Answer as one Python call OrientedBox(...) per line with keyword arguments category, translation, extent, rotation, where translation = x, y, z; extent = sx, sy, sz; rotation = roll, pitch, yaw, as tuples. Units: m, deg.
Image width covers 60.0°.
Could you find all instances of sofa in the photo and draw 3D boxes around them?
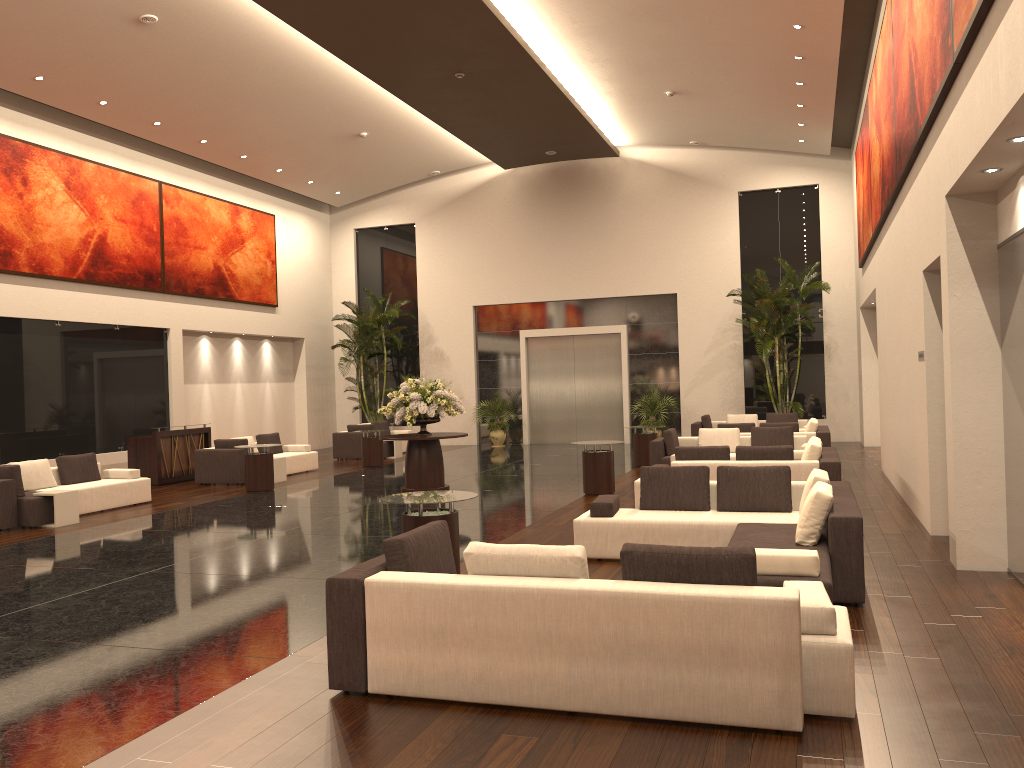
OrientedBox(category="sofa", translation=(-6.679, 1.527, 13.205), extent=(1.291, 0.862, 2.846), rotation=(-2, 0, 19))
OrientedBox(category="sofa", translation=(3.284, 1.206, 12.676), extent=(2.586, 0.862, 3.366), rotation=(-2, 0, 19))
OrientedBox(category="sofa", translation=(5.647, 1.126, 20.628), extent=(2.846, 0.862, 1.291), rotation=(-2, 0, 19))
OrientedBox(category="sofa", translation=(-3.381, 1.416, 23.030), extent=(1.291, 0.862, 2.846), rotation=(-2, 0, 19))
OrientedBox(category="sofa", translation=(5.089, 1.145, 18.054), extent=(2.586, 0.862, 3.366), rotation=(-2, 0, 19))
OrientedBox(category="sofa", translation=(3.842, 1.187, 15.250), extent=(2.846, 0.862, 1.291), rotation=(-2, 0, 19))
OrientedBox(category="sofa", translation=(0.476, 1.300, 5.222), extent=(2.846, 0.862, 1.291), rotation=(-2, 0, 19))
OrientedBox(category="sofa", translation=(-5.033, 1.471, 18.110), extent=(1.291, 0.862, 2.846), rotation=(-2, 0, 19))
OrientedBox(category="sofa", translation=(1.598, 1.263, 7.599), extent=(2.586, 0.862, 3.366), rotation=(-2, 0, 19))

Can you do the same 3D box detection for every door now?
OrientedBox(category="door", translation=(1.783, 0.153, 24.938), extent=(2.767, 3.048, 0.040), rotation=(-2, 0, 19))

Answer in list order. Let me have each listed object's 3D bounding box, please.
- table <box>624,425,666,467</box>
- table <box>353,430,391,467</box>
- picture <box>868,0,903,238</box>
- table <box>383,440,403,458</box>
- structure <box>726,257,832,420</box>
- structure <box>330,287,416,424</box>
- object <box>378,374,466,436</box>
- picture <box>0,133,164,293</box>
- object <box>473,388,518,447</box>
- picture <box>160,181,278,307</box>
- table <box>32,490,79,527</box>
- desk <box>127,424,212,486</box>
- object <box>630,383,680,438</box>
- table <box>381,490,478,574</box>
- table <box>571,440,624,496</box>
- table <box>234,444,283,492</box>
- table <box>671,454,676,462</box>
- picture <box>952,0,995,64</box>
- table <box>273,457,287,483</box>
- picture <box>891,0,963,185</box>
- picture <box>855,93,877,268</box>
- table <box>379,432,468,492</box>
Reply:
OrientedBox(category="table", translation=(2.685, 1.255, 17.814), extent=(0.833, 0.795, 0.844), rotation=(-2, 0, -20))
OrientedBox(category="table", translation=(-3.110, 1.441, 19.761), extent=(0.833, 0.795, 0.844), rotation=(-2, 0, -20))
OrientedBox(category="picture", translation=(5.464, -3.737, 13.073), extent=(0.070, 2.526, 4.515), rotation=(-2, 0, 19))
OrientedBox(category="table", translation=(-3.001, 1.606, 22.077), extent=(0.400, 0.460, 0.400), rotation=(-2, 0, 19))
OrientedBox(category="structure", translation=(6.650, -0.781, 21.841), extent=(2.436, 4.611, 2.531), rotation=(-2, 0, -10))
OrientedBox(category="structure", translation=(-3.943, -0.441, 25.551), extent=(2.436, 4.611, 2.531), rotation=(-2, 0, -10))
OrientedBox(category="object", translation=(-1.500, 0.320, 15.069), extent=(1.453, 1.097, 1.402), rotation=(-2, 0, -25))
OrientedBox(category="picture", translation=(-8.620, -3.286, 17.806), extent=(0.070, 2.526, 4.515), rotation=(-2, 0, 19))
OrientedBox(category="object", translation=(-0.397, 0.910, 24.815), extent=(1.373, 1.682, 1.297), rotation=(-2, 0, -38))
OrientedBox(category="picture", translation=(-7.181, -3.334, 22.092), extent=(0.070, 2.526, 4.515), rotation=(-2, 0, 19))
OrientedBox(category="table", translation=(-6.299, 1.717, 12.253), extent=(0.400, 0.460, 0.400), rotation=(-2, 0, 19))
OrientedBox(category="desk", translation=(-6.847, 1.402, 17.879), extent=(0.760, 1.114, 1.634), rotation=(-2, 0, 19))
OrientedBox(category="object", translation=(3.692, 0.779, 23.386), extent=(1.373, 1.682, 1.297), rotation=(-2, 0, -33))
OrientedBox(category="table", translation=(-0.698, 1.369, 7.648), extent=(0.844, 0.795, 0.833), rotation=(-2, 0, -32))
OrientedBox(category="table", translation=(1.336, 1.300, 13.707), extent=(0.833, 0.795, 0.844), rotation=(-2, 0, -20))
OrientedBox(category="table", translation=(-4.459, 1.486, 15.655), extent=(0.833, 0.795, 0.844), rotation=(-2, 0, -20))
OrientedBox(category="table", translation=(2.897, 1.420, 14.876), extent=(0.400, 0.460, 0.400), rotation=(-2, 0, 19))
OrientedBox(category="picture", translation=(2.273, -3.630, 3.565), extent=(0.070, 2.526, 6.485), rotation=(-2, 0, 19))
OrientedBox(category="table", translation=(-4.652, 1.662, 17.157), extent=(0.400, 0.460, 0.400), rotation=(-2, 0, 19))
OrientedBox(category="picture", translation=(4.027, -3.689, 8.790), extent=(0.070, 2.526, 4.515), rotation=(-2, 0, 19))
OrientedBox(category="picture", translation=(6.903, -3.786, 17.360), extent=(0.070, 2.526, 4.515), rotation=(-2, 0, 19))
OrientedBox(category="table", translation=(-1.492, 1.328, 15.080), extent=(1.498, 0.921, 1.498), rotation=(-2, 0, 10))
